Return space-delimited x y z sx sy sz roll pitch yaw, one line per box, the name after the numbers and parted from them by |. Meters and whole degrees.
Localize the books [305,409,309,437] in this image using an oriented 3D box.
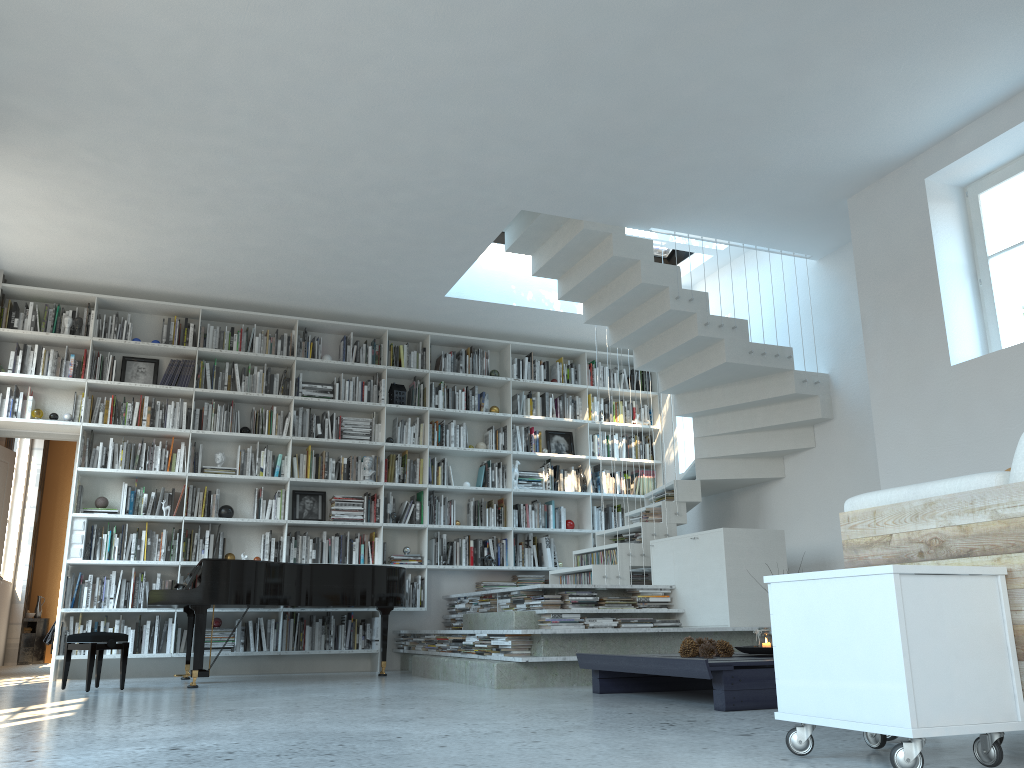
-1.888 0.388 8.118 0.029 0.294 0.151 5 -16 -21 | books

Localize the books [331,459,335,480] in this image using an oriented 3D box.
-1.648 0.803 8.098 0.030 0.214 0.169 5 -16 -21 | books

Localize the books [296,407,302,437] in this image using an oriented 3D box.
-1.946 0.379 8.085 0.026 0.296 0.179 5 -16 -21 | books

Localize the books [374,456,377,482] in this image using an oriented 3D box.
-1.284 0.812 8.244 0.014 0.265 0.154 5 -16 -21 | books

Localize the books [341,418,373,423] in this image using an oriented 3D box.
-1.467 0.350 8.293 0.285 0.012 0.160 7 -17 -26 | books

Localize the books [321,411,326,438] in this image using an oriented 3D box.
-1.746 0.406 8.171 0.022 0.284 0.131 5 -16 -21 | books

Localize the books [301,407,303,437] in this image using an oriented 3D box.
-1.934 0.378 8.111 0.014 0.312 0.134 5 -16 -21 | books

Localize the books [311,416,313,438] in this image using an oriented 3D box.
-1.846 0.421 8.121 0.014 0.232 0.147 5 -16 -21 | books

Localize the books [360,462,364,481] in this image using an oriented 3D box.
-1.398 0.834 8.198 0.035 0.201 0.149 5 -16 -21 | books

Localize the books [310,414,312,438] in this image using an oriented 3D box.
-1.857 0.411 8.119 0.011 0.251 0.153 5 -16 -21 | books

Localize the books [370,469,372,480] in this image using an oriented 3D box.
-1.327 0.813 8.233 0.025 0.259 0.131 5 -16 -21 | books

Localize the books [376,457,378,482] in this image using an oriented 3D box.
-1.275 0.819 8.260 0.014 0.260 0.137 5 -16 -21 | books

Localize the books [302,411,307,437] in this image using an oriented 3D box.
-1.906 0.396 8.089 0.025 0.265 0.185 5 -16 -21 | books

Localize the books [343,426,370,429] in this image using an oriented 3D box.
-1.468 0.423 8.278 0.254 0.012 0.161 6 -17 -24 | books

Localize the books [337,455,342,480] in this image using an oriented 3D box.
-1.582 0.788 8.132 0.014 0.258 0.162 5 -16 -21 | books

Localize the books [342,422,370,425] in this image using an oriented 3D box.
-1.466 0.387 8.284 0.254 0.012 0.161 4 -16 -16 | books

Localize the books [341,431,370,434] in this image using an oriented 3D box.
-1.468 0.470 8.268 0.254 0.012 0.161 6 -17 -23 | books

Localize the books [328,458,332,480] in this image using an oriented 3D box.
-1.673 0.799 8.088 0.024 0.216 0.175 5 -16 -21 | books

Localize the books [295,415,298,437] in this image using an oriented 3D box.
-1.976 0.414 8.082 0.027 0.227 0.147 5 -16 -21 | books

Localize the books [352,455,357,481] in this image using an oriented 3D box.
-1.465 0.798 8.172 0.025 0.258 0.151 5 -16 -21 | books

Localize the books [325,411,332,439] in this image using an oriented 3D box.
-1.697 0.407 8.187 0.049 0.290 0.162 5 -16 -21 | books

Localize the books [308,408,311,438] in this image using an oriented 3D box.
-1.867 0.386 8.119 0.011 0.299 0.180 5 -16 -21 | books

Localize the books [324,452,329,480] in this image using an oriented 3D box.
-1.702 0.768 8.068 0.028 0.267 0.190 5 -16 -21 | books

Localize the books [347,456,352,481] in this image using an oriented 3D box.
-1.499 0.796 8.138 0.012 0.244 0.186 5 -16 -21 | books

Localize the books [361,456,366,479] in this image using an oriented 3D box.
-1.379 0.809 8.223 0.014 0.262 0.135 5 -16 -21 | books

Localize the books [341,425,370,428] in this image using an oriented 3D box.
-1.468 0.412 8.283 0.254 0.012 0.161 5 -16 -19 | books

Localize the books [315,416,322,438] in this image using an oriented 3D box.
-1.782 0.423 8.137 0.066 0.236 0.154 5 -16 -21 | books

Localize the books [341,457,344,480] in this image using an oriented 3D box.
-1.570 0.800 8.130 0.010 0.233 0.175 5 -16 -21 | books

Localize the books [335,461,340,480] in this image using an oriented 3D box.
-1.615 0.817 8.122 0.050 0.198 0.146 5 -16 -21 | books

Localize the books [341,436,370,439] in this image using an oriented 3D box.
-1.469 0.518 8.260 0.254 0.012 0.161 5 -17 -21 | books

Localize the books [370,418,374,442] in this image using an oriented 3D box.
-1.317 0.458 8.318 0.012 0.253 0.161 5 -16 -21 | books

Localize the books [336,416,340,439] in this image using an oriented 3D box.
-1.622 0.434 8.202 0.015 0.244 0.183 5 -16 -21 | books

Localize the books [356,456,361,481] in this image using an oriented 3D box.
-1.426 0.804 8.197 0.024 0.258 0.127 5 -16 -21 | books

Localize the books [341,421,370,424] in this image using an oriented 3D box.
-1.469 0.375 8.293 0.254 0.012 0.161 5 -16 -19 | books

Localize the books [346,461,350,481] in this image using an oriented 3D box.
-1.522 0.819 8.135 0.029 0.200 0.179 5 -16 -21 | books

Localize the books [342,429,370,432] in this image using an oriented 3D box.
-1.469 0.447 8.276 0.254 0.012 0.161 5 -16 -20 | books

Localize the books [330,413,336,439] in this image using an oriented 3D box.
-1.659 0.417 8.184 0.021 0.268 0.192 5 -16 -21 | books

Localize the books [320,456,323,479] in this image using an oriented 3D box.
-1.747 0.785 8.069 0.025 0.235 0.137 5 -16 -21 | books

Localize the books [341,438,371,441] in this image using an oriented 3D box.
-1.468 0.529 8.255 0.285 0.012 0.160 5 -16 -20 | books

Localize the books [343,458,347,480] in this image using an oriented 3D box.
-1.548 0.804 8.125 0.029 0.223 0.186 5 -16 -21 | books

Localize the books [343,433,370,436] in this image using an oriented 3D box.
-1.467 0.482 8.265 0.254 0.012 0.161 5 -16 -19 | books

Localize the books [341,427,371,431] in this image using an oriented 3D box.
-1.467 0.435 8.275 0.285 0.012 0.160 5 -16 -18 | books

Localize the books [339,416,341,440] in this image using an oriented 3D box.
-1.605 0.432 8.197 0.013 0.246 0.177 5 -16 -21 | books

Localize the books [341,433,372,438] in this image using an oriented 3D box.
-1.466 0.493 8.260 0.285 0.012 0.160 6 -17 -24 | books

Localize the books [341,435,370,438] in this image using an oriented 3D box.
-1.468 0.506 8.261 0.254 0.012 0.161 6 -17 -22 | books

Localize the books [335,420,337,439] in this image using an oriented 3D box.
-1.643 0.449 8.199 0.024 0.215 0.132 5 -16 -21 | books

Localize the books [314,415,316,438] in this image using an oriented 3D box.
-1.820 0.419 8.129 0.011 0.239 0.148 5 -16 -21 | books

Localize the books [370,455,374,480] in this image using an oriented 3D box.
-1.308 0.808 8.254 0.025 0.278 0.108 5 -16 -21 | books

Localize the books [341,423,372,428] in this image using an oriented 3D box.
-1.470 0.401 8.289 0.285 0.012 0.160 6 -17 -22 | books

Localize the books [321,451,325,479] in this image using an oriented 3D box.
-1.727 0.762 8.076 0.013 0.283 0.177 5 -16 -21 | books

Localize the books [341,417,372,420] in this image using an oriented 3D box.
-1.470 0.340 8.302 0.285 0.012 0.160 5 -16 -19 | books

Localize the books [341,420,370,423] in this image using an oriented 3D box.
-1.471 0.364 8.300 0.254 0.012 0.161 5 -17 -21 | books

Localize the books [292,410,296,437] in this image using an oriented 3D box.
-1.995 0.389 8.064 0.026 0.266 0.171 5 -16 -21 | books

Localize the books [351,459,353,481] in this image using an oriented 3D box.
-1.495 0.814 8.176 0.025 0.229 0.143 5 -16 -21 | books

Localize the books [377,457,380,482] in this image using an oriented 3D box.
-1.261 0.820 8.273 0.023 0.264 0.107 5 -16 -21 | books

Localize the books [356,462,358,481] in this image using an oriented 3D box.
-1.450 0.829 8.188 0.022 0.206 0.114 5 -16 -21 | books

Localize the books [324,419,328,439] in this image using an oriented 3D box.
-1.721 0.440 8.165 0.024 0.216 0.148 5 -16 -21 | books

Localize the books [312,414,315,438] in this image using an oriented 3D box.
-1.832 0.413 8.125 0.014 0.249 0.173 5 -16 -21 | books

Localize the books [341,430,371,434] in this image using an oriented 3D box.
-1.469 0.459 8.273 0.285 0.012 0.160 5 -16 -20 | books
